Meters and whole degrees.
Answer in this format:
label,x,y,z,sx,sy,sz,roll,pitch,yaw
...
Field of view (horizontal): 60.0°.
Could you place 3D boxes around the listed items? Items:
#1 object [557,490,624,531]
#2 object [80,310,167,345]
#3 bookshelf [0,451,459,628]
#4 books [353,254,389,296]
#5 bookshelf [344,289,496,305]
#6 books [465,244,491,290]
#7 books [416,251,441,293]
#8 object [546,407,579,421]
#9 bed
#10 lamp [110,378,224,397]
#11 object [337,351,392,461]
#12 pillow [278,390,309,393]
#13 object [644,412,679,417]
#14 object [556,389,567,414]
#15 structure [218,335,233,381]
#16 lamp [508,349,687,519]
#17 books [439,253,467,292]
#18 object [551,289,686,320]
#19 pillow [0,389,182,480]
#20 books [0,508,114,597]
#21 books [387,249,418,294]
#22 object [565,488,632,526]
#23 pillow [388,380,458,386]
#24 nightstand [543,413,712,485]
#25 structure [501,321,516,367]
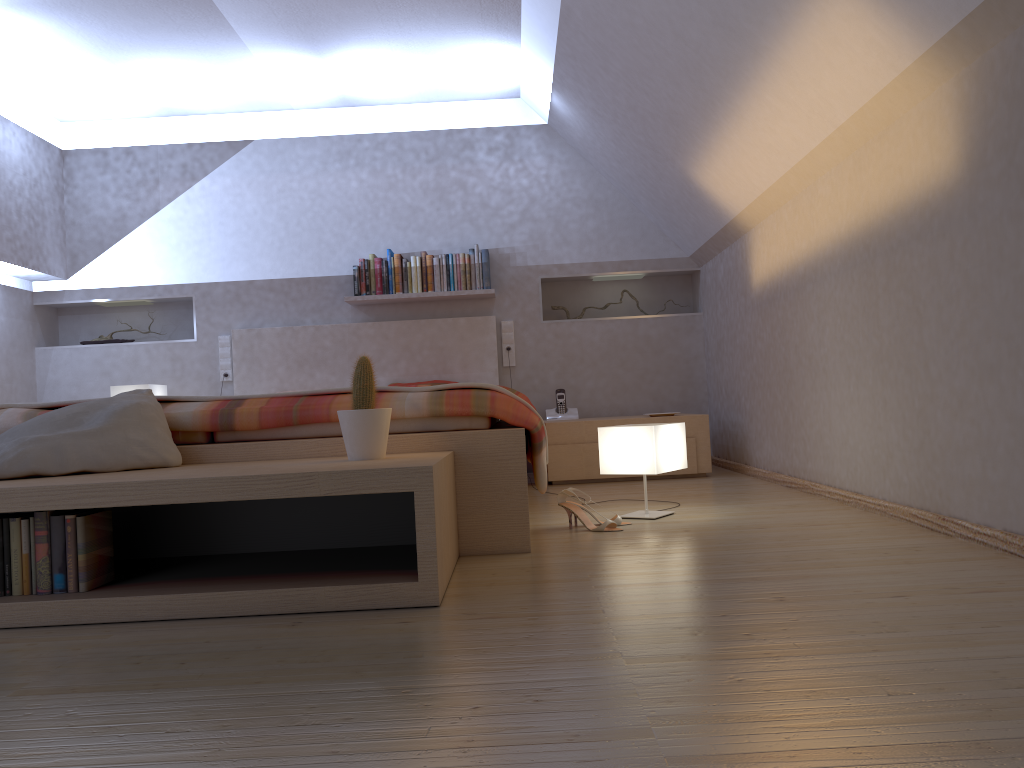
label,x,y,z,sx,sy,sz,roll,pitch,yaw
object,0.259,0.419,2.960,0.235,0.132,0.079,-4,-2,32
object,-2.515,-0.376,5.770,0.589,0.242,0.183,-3,-1,-1
bookshelf,-0.909,0.375,2.243,1.495,0.303,0.643,-3,-1,0
books,-0.864,-0.667,5.503,0.209,0.260,0.215,-3,-1,0
bookshelf,-0.562,-0.538,5.502,0.916,0.028,0.223,-3,-1,0
books,-0.211,-0.712,5.508,0.145,0.281,0.200,-3,-1,0
books,-0.511,-0.686,5.505,0.140,0.260,0.209,-3,-1,0
object,0.302,0.178,5.376,0.192,0.087,0.153,-3,-1,0
bed,-0.914,0.079,4.078,2.087,0.994,3.009,-3,-1,0
lamp,-2.091,0.211,5.350,0.318,0.515,0.684,-4,-2,29
object,-0.391,0.060,2.350,0.144,0.294,0.144,-4,-2,25
pillow,-1.344,0.125,5.304,0.572,0.180,0.492,-3,-1,1
object,0.814,0.167,4.822,0.179,0.015,0.177,-3,-1,1
object,0.299,0.113,5.397,0.060,0.169,0.079,-3,-1,0
structure,-1.809,-0.161,5.608,0.077,0.286,0.034,-3,-1,0
lamp,0.322,0.122,4.331,0.396,0.788,2.551,-3,-1,-9
books,-0.362,-0.679,5.509,0.159,0.231,0.200,-3,-1,0
object,0.708,-0.515,5.751,0.905,0.193,0.085,-3,-1,1
pillow,-1.240,0.135,2.501,0.498,0.241,0.470,-2,-2,-35
books,-1.290,0.392,2.066,0.652,0.193,0.157,-3,-1,0
books,-0.671,-0.688,5.510,0.178,0.281,0.200,-3,-1,0
object,0.293,0.420,3.058,0.235,0.132,0.079,-3,-1,6
pillow,-0.488,0.065,5.252,0.566,0.188,0.497,-3,-1,1
nightstand,0.614,0.357,5.060,0.859,0.329,0.847,-3,-1,0
structure,-0.023,-0.255,5.601,0.077,0.286,0.034,-3,-1,0
